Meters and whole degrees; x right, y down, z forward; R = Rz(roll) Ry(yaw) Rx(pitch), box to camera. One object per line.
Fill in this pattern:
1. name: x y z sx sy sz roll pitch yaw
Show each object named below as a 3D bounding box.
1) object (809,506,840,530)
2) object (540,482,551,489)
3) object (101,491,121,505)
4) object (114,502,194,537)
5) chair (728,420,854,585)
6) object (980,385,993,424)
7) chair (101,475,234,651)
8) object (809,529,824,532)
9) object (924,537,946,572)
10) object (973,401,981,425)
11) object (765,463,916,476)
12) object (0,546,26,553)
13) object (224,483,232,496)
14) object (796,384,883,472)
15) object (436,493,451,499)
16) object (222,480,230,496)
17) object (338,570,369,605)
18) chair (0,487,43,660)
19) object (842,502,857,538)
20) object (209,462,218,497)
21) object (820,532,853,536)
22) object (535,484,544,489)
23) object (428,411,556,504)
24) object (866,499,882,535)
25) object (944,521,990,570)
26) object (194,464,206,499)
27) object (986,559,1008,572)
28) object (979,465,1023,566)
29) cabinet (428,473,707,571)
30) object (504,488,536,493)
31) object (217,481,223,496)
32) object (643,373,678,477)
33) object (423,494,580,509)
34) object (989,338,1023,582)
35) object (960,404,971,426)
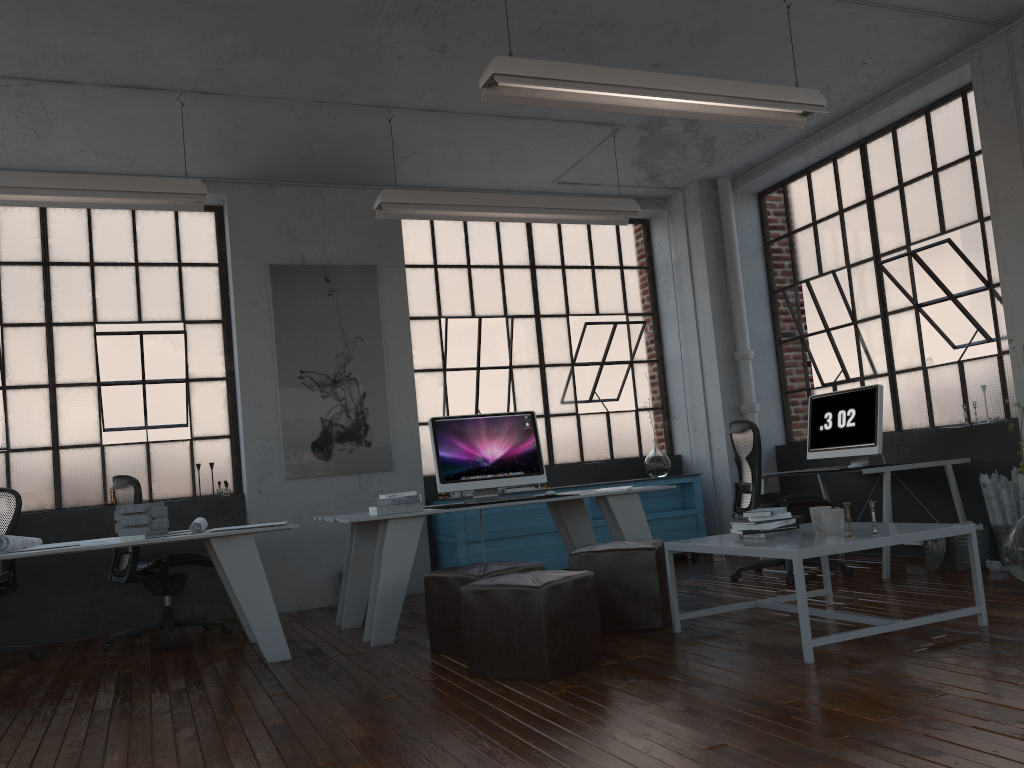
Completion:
1. object: 1.506 0.647 4.275 0.129 0.109 0.101 -4 -5 -14
2. object: 0.276 0.823 7.345 0.088 0.084 0.088 -4 -6 -18
3. object: -2.885 0.821 6.398 0.124 0.099 0.124 -5 -5 0
4. object: -2.070 0.764 4.970 0.416 0.182 0.390 -6 -6 7
5. chair: 1.823 0.769 6.070 0.792 1.083 0.772 -4 -5 -19
6. object: 3.152 0.135 5.895 0.084 0.256 0.084 -5 -5 0
7. chair: -2.295 1.124 5.801 0.772 1.083 0.792 -9 -6 36
8. object: 1.500 0.701 4.266 0.137 0.003 0.138 -5 -6 -2
9. object: 2.676 1.046 5.625 0.107 0.280 0.294 -6 -5 2
10. object: 3.125 0.197 5.973 0.066 0.159 0.066 -6 -5 8
11. object: 2.305 0.603 6.228 0.687 0.008 0.850 -3 -6 -21
12. object: -2.973 0.745 4.528 0.434 0.305 0.737 -8 -6 22
13. object: -2.166 0.800 6.740 0.058 0.101 0.032 -6 -5 12
14. object: 2.282 0.322 6.249 0.377 0.551 0.716 -3 -6 -21
15. object: -0.565 0.809 7.180 0.132 0.236 0.132 -8 -6 33
16. object: -2.151 0.783 6.668 0.058 0.116 0.032 -5 -5 -9
17. object: -1.148 1.491 6.638 0.293 0.307 0.293 -6 -5 5
18. chair: -3.275 1.165 5.316 0.770 1.083 0.794 -3 -6 -29
19. object: 1.455 0.588 3.829 0.053 0.148 0.053 -7 -5 18
20. object: -2.251 0.721 6.667 0.085 0.259 0.085 -8 -5 30
21. object: 1.465 0.677 4.003 0.137 0.003 0.138 -5 -6 -2
22. object: 0.222 0.759 7.511 0.084 0.256 0.084 -10 -6 44
23. object: -0.120 0.449 5.512 0.714 0.551 0.378 -3 -5 -21
24. object: 1.567 0.577 3.842 0.055 0.152 0.055 -10 -6 44
25. object: 2.872 1.016 5.619 0.291 0.293 0.291 -8 -6 25
26. object: -2.344 0.727 6.646 0.085 0.259 0.085 -8 -5 30
27. object: 2.940 1.110 5.378 0.125 0.107 0.096 -7 -5 19
28. object: 3.123 0.820 5.528 0.293 0.626 0.275 -7 -5 19
29. cabinet: 0.501 1.214 7.363 2.261 0.731 0.628 -3 -6 -23
30. object: 0.037 0.856 7.111 0.253 0.014 0.188 -3 -6 -23
31. object: -2.210 0.793 6.704 0.058 0.116 0.032 -8 -5 28
32. object: 1.311 0.342 7.744 0.231 0.938 0.435 -1 -6 -41
33. object: -0.094 0.729 5.487 0.847 0.008 0.689 -3 -6 -21
34. object: 2.745 0.395 4.687 0.330 1.337 0.619 -6 -5 14
35. object: 3.072 0.209 6.001 0.055 0.152 0.055 -8 -5 26
